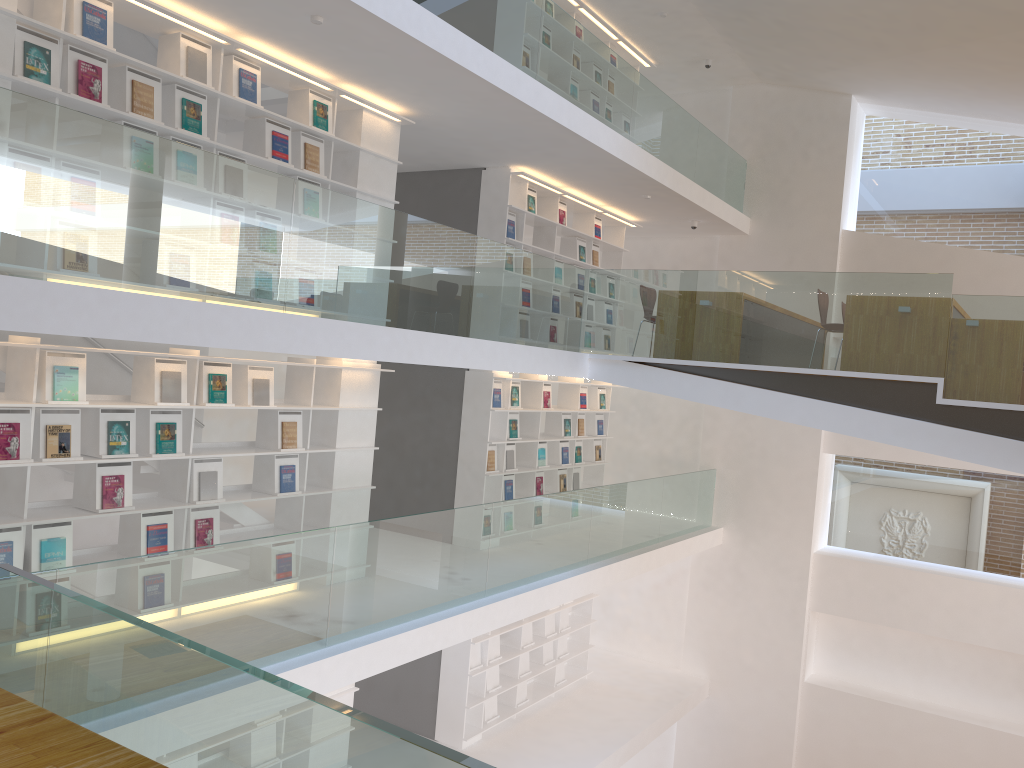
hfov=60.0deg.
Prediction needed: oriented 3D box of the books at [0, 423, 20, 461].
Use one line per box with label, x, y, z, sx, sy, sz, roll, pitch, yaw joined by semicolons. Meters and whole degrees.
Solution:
books;-2.759;0.317;4.835;0.037;0.210;0.145;5;1;32

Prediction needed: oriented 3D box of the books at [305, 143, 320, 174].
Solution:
books;-1.486;-1.672;6.592;0.037;0.210;0.145;5;1;32

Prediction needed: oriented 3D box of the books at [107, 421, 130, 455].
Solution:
books;-2.402;0.332;5.417;0.037;0.210;0.145;5;1;32

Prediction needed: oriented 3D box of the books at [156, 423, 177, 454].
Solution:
books;-2.223;0.354;5.702;0.037;0.210;0.145;5;1;32

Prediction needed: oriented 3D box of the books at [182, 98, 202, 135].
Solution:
books;-2.047;-1.706;5.674;0.037;0.210;0.145;5;1;32

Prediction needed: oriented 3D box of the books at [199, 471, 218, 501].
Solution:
books;-2.060;0.701;6.017;0.037;0.210;0.145;5;1;32

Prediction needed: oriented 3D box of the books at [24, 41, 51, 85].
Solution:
books;-2.579;-1.735;4.819;0.037;0.210;0.145;5;1;32

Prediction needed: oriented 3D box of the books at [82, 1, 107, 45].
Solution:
books;-2.387;-2.058;5.072;0.037;0.210;0.145;5;1;32

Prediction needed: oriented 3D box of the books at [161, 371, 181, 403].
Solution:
books;-2.191;0.025;5.703;0.037;0.210;0.145;5;1;32

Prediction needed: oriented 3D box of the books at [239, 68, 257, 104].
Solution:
books;-1.796;-2.023;6.033;0.037;0.210;0.145;5;1;32

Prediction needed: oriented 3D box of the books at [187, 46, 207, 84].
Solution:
books;-2.016;-2.035;5.675;0.037;0.210;0.145;5;1;32

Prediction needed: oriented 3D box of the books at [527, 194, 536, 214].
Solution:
books;0.207;-1.893;9.416;0.037;0.210;0.145;5;1;32

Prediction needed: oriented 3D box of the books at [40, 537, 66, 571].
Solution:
books;-2.646;0.996;5.115;0.037;0.210;0.145;5;1;32

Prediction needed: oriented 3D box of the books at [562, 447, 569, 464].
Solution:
books;0.633;0.855;10.516;0.037;0.210;0.145;5;1;32

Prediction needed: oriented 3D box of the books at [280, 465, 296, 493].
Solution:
books;-1.678;0.715;6.638;0.037;0.210;0.145;5;1;32

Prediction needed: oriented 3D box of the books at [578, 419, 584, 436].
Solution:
books;0.843;0.531;10.811;0.037;0.210;0.145;5;1;32

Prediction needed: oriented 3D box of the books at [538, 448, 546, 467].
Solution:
books;0.339;0.831;10.042;0.037;0.210;0.145;5;1;32

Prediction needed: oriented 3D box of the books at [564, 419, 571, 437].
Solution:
books;0.659;0.520;10.513;0.037;0.210;0.145;5;1;32

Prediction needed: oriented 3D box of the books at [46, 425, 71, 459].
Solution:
books;-2.608;0.341;5.101;0.037;0.210;0.145;5;1;32

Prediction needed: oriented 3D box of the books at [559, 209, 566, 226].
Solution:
books;0.566;-1.856;10.002;0.037;0.210;0.145;5;1;32

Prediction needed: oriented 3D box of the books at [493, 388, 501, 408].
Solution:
books;-0.155;0.153;9.135;0.037;0.210;0.145;5;1;32

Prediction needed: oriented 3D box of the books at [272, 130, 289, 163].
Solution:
books;-1.652;-1.685;6.323;0.037;0.210;0.145;5;1;32

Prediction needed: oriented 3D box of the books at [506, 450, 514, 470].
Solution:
books;-0.019;0.814;9.456;0.037;0.210;0.145;5;1;32

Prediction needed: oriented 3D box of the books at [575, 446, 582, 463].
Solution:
books;0.809;0.866;10.802;0.037;0.210;0.145;5;1;32

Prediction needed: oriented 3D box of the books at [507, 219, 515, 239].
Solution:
books;-0.013;-1.577;9.103;0.037;0.210;0.145;5;1;32

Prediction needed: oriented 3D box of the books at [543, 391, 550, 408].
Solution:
books;0.393;0.189;10.033;0.037;0.210;0.145;5;1;32

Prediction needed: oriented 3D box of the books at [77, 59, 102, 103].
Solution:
books;-2.418;-1.729;5.077;0.037;0.210;0.145;5;1;32

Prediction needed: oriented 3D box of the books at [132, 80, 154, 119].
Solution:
books;-2.236;-1.717;5.373;0.037;0.210;0.145;5;1;32

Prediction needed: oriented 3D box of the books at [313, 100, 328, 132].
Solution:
books;-1.429;-1.999;6.629;0.037;0.210;0.145;5;1;32

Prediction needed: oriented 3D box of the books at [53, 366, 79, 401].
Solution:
books;-2.564;0.003;5.098;0.037;0.210;0.145;5;1;32

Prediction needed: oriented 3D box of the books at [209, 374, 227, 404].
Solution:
books;-1.997;0.037;6.019;0.037;0.210;0.145;5;1;32

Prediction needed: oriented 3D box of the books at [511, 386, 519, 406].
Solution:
books;0.032;0.131;9.440;0.037;0.210;0.145;5;1;32

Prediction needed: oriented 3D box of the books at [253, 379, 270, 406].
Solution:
books;-1.795;0.069;6.350;0.037;0.210;0.145;5;1;32

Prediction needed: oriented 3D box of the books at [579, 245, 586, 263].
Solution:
books;0.832;-1.524;10.482;0.037;0.210;0.145;5;1;32

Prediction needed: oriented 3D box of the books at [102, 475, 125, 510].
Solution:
books;-2.434;0.664;5.413;0.037;0.210;0.145;5;1;32

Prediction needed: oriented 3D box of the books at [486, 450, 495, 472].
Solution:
books;-0.220;0.792;9.132;0.037;0.210;0.145;5;1;32

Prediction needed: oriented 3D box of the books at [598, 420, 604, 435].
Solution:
books;1.125;0.564;11.267;0.037;0.210;0.145;5;1;32

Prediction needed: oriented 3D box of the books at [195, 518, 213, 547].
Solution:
books;-2.091;1.021;6.022;0.037;0.210;0.145;5;1;32

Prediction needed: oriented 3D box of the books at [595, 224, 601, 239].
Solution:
books;1.042;-1.827;10.776;0.037;0.210;0.145;5;1;32

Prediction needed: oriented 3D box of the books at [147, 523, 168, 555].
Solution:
books;-2.283;1.008;5.709;0.037;0.210;0.145;5;1;32

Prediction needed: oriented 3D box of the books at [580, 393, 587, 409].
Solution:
books;0.869;0.217;10.806;0.037;0.210;0.145;5;1;32

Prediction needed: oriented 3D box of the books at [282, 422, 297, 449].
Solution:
books;-1.662;0.387;6.620;0.037;0.210;0.145;5;1;32

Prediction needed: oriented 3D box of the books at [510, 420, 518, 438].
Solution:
books;0.017;0.485;9.464;0.037;0.210;0.145;5;1;32

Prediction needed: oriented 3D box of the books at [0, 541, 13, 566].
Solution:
books;-2.806;0.974;4.853;0.037;0.210;0.145;5;1;32

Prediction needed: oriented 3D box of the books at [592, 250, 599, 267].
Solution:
books;1.015;-1.513;10.781;0.037;0.210;0.145;5;1;32
